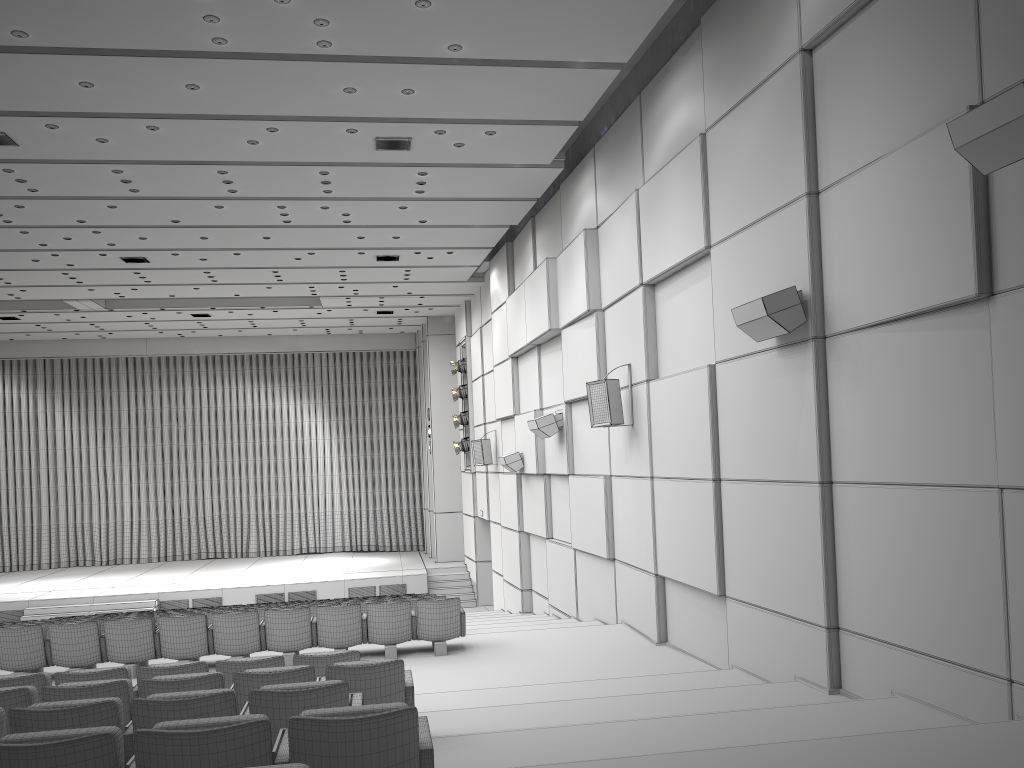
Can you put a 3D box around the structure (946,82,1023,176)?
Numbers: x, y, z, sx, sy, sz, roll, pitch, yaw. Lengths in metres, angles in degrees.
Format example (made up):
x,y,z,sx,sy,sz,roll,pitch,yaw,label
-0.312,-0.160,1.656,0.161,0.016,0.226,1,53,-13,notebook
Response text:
x,y,z,sx,sy,sz,roll,pitch,yaw,label
2.567,-1.334,4.443,0.470,0.417,0.521,-2,-3,-13,structure

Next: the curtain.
x,y,z,sx,sy,sz,roll,pitch,yaw,label
-10.487,2.115,26.475,16.125,6.508,1.433,-2,-1,-9,curtain

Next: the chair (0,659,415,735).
x,y,z,sx,sy,sz,roll,pitch,yaw,label
-7.432,2.248,4.736,13.745,0.620,0.614,-2,-3,-9,chair

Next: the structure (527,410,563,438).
x,y,z,sx,sy,sz,roll,pitch,yaw,label
0.520,0.615,13.503,0.470,0.416,0.522,-2,-3,-13,structure

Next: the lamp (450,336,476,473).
x,y,z,sx,sy,sz,roll,pitch,yaw,label
-1.114,0.536,21.873,0.755,3.334,1.024,-2,-1,-13,lamp

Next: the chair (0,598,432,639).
x,y,z,sx,sy,sz,roll,pitch,yaw,label
-3.947,3.063,10.741,6.048,0.620,0.614,-2,-3,-9,chair

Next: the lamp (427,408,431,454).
x,y,z,sx,sy,sz,roll,pitch,yaw,label
-2.111,1.304,24.300,0.436,1.475,0.386,-2,-1,-13,lamp

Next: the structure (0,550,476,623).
x,y,z,sx,sy,sz,roll,pitch,yaw,label
-9.817,5.507,23.327,17.813,0.844,8.345,-2,-5,-9,structure

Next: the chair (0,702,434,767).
x,y,z,sx,sy,sz,roll,pitch,yaw,label
-7.114,1.751,2.565,13.745,0.620,0.614,-2,-3,-9,chair

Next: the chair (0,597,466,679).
x,y,z,sx,sy,sz,roll,pitch,yaw,label
-3.805,2.814,9.653,6.598,0.620,0.614,-2,-3,-9,chair

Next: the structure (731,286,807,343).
x,y,z,sx,sy,sz,roll,pitch,yaw,label
2.044,-0.567,6.907,0.470,0.416,0.522,-2,-3,-12,structure

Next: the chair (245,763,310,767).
x,y,z,sx,sy,sz,roll,pitch,yaw,label
-6.982,1.503,1.476,13.195,0.620,0.614,-2,-3,-9,chair

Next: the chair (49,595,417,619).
x,y,z,sx,sy,sz,roll,pitch,yaw,label
-4.582,4.057,15.083,6.048,0.620,0.614,-2,-3,-9,chair

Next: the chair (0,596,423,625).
x,y,z,sx,sy,sz,roll,pitch,yaw,label
-4.264,3.560,12.912,6.048,0.620,0.614,-2,-3,-9,chair

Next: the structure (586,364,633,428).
x,y,z,sx,sy,sz,roll,pitch,yaw,label
1.164,0.141,10.484,0.410,0.743,0.410,-4,-2,39,structure

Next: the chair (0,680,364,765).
x,y,z,sx,sy,sz,roll,pitch,yaw,label
-7.300,2.000,3.646,13.195,0.620,0.614,-2,-3,-9,chair

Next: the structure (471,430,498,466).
x,y,z,sx,sy,sz,roll,pitch,yaw,label
-0.572,1.356,18.689,0.410,0.743,0.410,-4,-2,39,structure

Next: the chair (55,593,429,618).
x,y,z,sx,sy,sz,roll,pitch,yaw,label
-4.758,4.306,16.165,6.597,0.620,0.614,-2,-3,-9,chair

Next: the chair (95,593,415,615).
x,y,z,sx,sy,sz,roll,pitch,yaw,label
-4.866,4.554,17.265,6.048,0.620,0.614,-2,-3,-9,chair

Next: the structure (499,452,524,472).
x,y,z,sx,sy,sz,roll,pitch,yaw,label
0.033,1.381,15.978,0.470,0.416,0.522,-2,-3,-12,structure

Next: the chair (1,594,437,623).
x,y,z,sx,sy,sz,roll,pitch,yaw,label
-4.440,3.809,13.995,6.597,0.620,0.614,-2,-3,-9,chair

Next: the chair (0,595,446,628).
x,y,z,sx,sy,sz,roll,pitch,yaw,label
-4.122,3.312,11.824,6.597,0.620,0.614,-2,-3,-9,chair

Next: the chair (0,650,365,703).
x,y,z,sx,sy,sz,roll,pitch,yaw,label
-7.617,2.498,5.817,13.195,0.620,0.614,-2,-3,-9,chair
